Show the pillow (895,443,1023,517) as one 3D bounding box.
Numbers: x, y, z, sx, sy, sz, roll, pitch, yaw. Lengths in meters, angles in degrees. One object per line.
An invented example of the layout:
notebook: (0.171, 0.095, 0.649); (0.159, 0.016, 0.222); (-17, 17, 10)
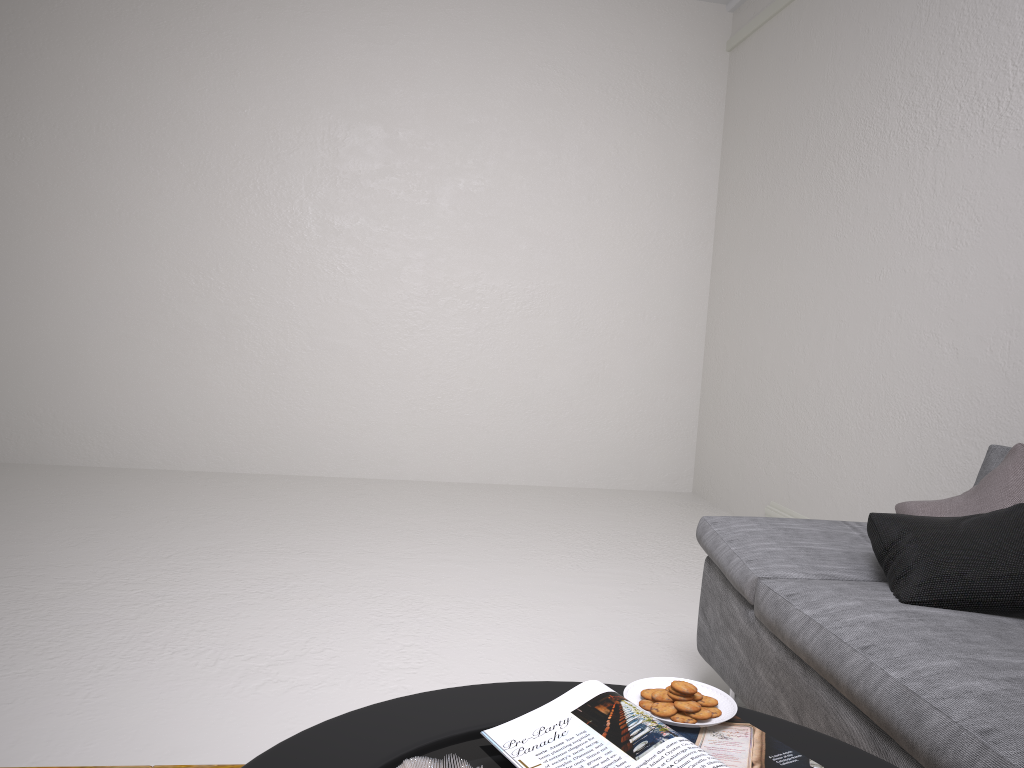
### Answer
pillow: (1.238, 0.377, 2.345); (0.349, 0.448, 0.482); (5, 3, 12)

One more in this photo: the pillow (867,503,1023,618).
pillow: (1.073, 0.421, 2.067); (0.418, 0.268, 0.404); (5, 3, 11)

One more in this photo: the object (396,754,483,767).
object: (-0.069, 0.464, 0.916); (0.253, 0.062, 0.254); (4, 3, -2)

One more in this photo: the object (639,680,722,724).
object: (0.250, 0.461, 1.315); (0.117, 0.036, 0.122); (7, 5, 42)

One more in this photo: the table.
table: (0.102, 0.722, 0.952); (0.952, 0.449, 0.936); (4, 4, -12)

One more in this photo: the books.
books: (0.194, 0.467, 1.160); (0.379, 0.048, 0.299); (2, 4, -30)

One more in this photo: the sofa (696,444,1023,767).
sofa: (1.262, 0.643, 1.176); (1.110, 0.772, 3.037); (4, 3, -8)

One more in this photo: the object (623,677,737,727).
object: (0.248, 0.474, 1.313); (0.170, 0.015, 0.165); (3, 4, -27)
